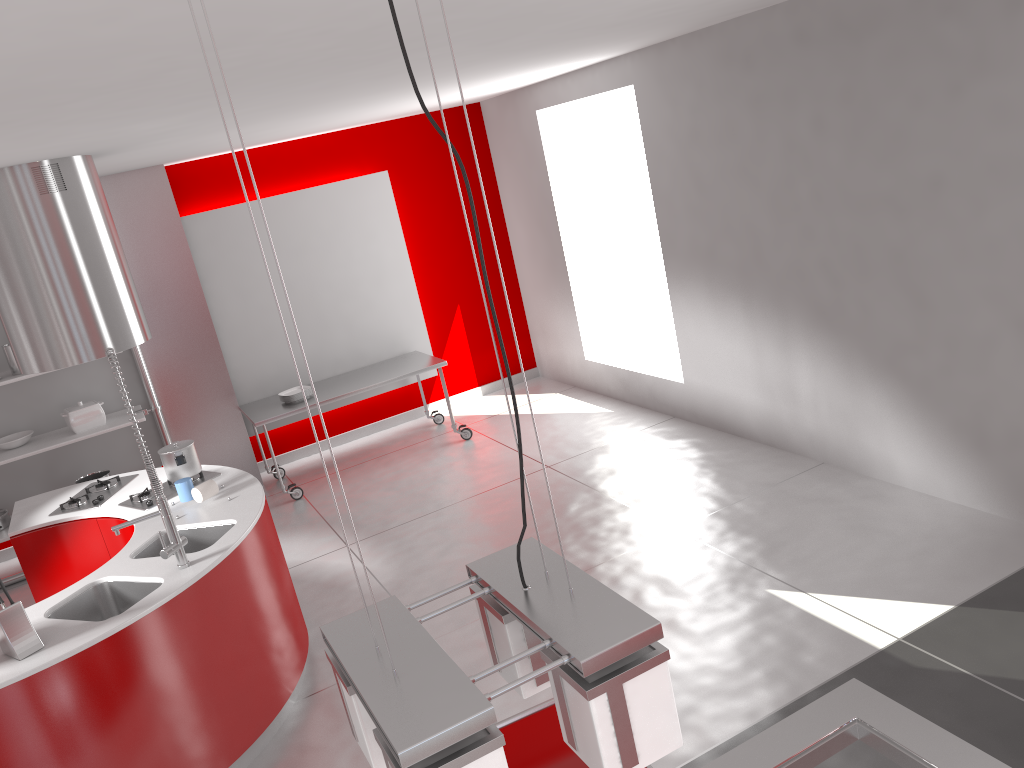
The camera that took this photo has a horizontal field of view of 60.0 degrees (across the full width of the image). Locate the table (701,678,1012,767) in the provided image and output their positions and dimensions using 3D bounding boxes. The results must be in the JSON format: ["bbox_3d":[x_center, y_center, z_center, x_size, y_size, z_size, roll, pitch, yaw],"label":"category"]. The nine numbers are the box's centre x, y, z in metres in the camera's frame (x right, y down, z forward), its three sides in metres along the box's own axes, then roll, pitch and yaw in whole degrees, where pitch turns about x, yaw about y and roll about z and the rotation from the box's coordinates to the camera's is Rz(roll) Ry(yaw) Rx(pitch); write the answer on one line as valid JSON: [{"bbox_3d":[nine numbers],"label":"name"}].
[{"bbox_3d":[0.269,1.415,1.352,1.700,1.000,0.800,-19,16,-22],"label":"table"}]

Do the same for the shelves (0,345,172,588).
[{"bbox_3d":[-3.440,0.065,6.138,1.735,2.599,0.535,-19,16,-22],"label":"shelves"}]

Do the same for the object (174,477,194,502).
[{"bbox_3d":[-1.616,0.520,4.368,0.109,0.100,0.080,0,20,38],"label":"object"}]

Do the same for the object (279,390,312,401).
[{"bbox_3d":[-1.671,0.090,6.858,0.228,0.020,0.228,-26,20,-40],"label":"object"}]

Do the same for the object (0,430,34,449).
[{"bbox_3d":[-3.509,0.410,6.256,0.272,0.072,0.272,-4,18,30],"label":"object"}]

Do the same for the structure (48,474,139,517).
[{"bbox_3d":[-2.285,0.589,4.853,0.303,0.037,0.457,-11,15,7],"label":"structure"}]

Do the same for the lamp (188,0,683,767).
[{"bbox_3d":[-0.115,-0.063,0.916,0.304,1.025,0.304,-19,16,-22],"label":"lamp"}]

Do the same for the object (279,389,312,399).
[{"bbox_3d":[-1.673,0.080,6.855,0.228,0.020,0.228,-26,20,-40],"label":"object"}]

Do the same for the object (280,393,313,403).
[{"bbox_3d":[-1.666,0.109,6.863,0.228,0.020,0.228,-26,20,-40],"label":"object"}]

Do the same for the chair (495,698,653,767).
[{"bbox_3d":[0.210,1.269,2.197,0.418,0.857,0.460,-18,16,-18],"label":"chair"}]

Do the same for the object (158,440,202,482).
[{"bbox_3d":[-1.754,0.398,4.689,0.218,0.185,0.189,-4,17,28],"label":"object"}]

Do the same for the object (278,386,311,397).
[{"bbox_3d":[-1.677,0.061,6.850,0.228,0.020,0.228,-26,20,-40],"label":"object"}]

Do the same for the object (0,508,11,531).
[{"bbox_3d":[-3.681,0.979,6.182,0.308,0.130,0.407,-17,16,-15],"label":"object"}]

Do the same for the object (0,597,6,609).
[{"bbox_3d":[-1.806,0.798,3.153,0.150,0.322,0.014,-1,19,36],"label":"object"}]

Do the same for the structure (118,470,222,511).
[{"bbox_3d":[-1.794,0.536,4.649,0.303,0.037,0.457,1,20,40],"label":"structure"}]

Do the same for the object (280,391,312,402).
[{"bbox_3d":[-1.668,0.099,6.860,0.228,0.020,0.228,-26,20,-40],"label":"object"}]

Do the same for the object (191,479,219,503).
[{"bbox_3d":[-1.500,0.520,4.309,0.109,0.080,0.100,-2,19,35],"label":"object"}]

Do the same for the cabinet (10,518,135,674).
[{"bbox_3d":[-2.258,1.336,3.780,1.025,0.761,1.875,-7,16,21],"label":"cabinet"}]

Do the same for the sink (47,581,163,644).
[{"bbox_3d":[-1.577,0.938,3.508,0.428,0.172,0.326,-5,17,27],"label":"sink"}]

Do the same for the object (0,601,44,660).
[{"bbox_3d":[-1.769,0.870,3.155,0.137,0.178,0.091,0,20,38],"label":"object"}]

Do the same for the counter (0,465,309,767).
[{"bbox_3d":[-1.997,1.290,3.854,1.868,0.880,2.865,-10,15,10],"label":"counter"}]

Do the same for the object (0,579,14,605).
[{"bbox_3d":[-1.780,0.803,3.172,0.130,0.279,0.012,-1,19,36],"label":"object"}]

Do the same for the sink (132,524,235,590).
[{"bbox_3d":[-1.426,0.782,3.944,0.428,0.172,0.326,-8,16,15],"label":"sink"}]

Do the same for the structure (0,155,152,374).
[{"bbox_3d":[-2.293,-0.601,4.461,0.644,0.958,0.644,-3,18,32],"label":"structure"}]

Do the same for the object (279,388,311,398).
[{"bbox_3d":[-1.675,0.071,6.852,0.228,0.020,0.228,-26,20,-40],"label":"object"}]

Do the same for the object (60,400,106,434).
[{"bbox_3d":[-3.061,0.220,6.342,0.282,0.197,0.235,-22,18,-32],"label":"object"}]

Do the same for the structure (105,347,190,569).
[{"bbox_3d":[-1.489,0.314,3.518,0.178,0.920,0.308,-7,16,20],"label":"structure"}]

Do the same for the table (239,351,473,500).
[{"bbox_3d":[-1.249,0.308,7.149,1.627,0.682,0.749,-19,16,-21],"label":"table"}]

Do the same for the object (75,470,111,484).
[{"bbox_3d":[-3.010,0.745,6.423,0.240,0.161,0.259,-25,20,-38],"label":"object"}]

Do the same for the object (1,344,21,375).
[{"bbox_3d":[-3.370,-0.182,6.068,0.184,0.205,0.172,-18,16,-17],"label":"object"}]
